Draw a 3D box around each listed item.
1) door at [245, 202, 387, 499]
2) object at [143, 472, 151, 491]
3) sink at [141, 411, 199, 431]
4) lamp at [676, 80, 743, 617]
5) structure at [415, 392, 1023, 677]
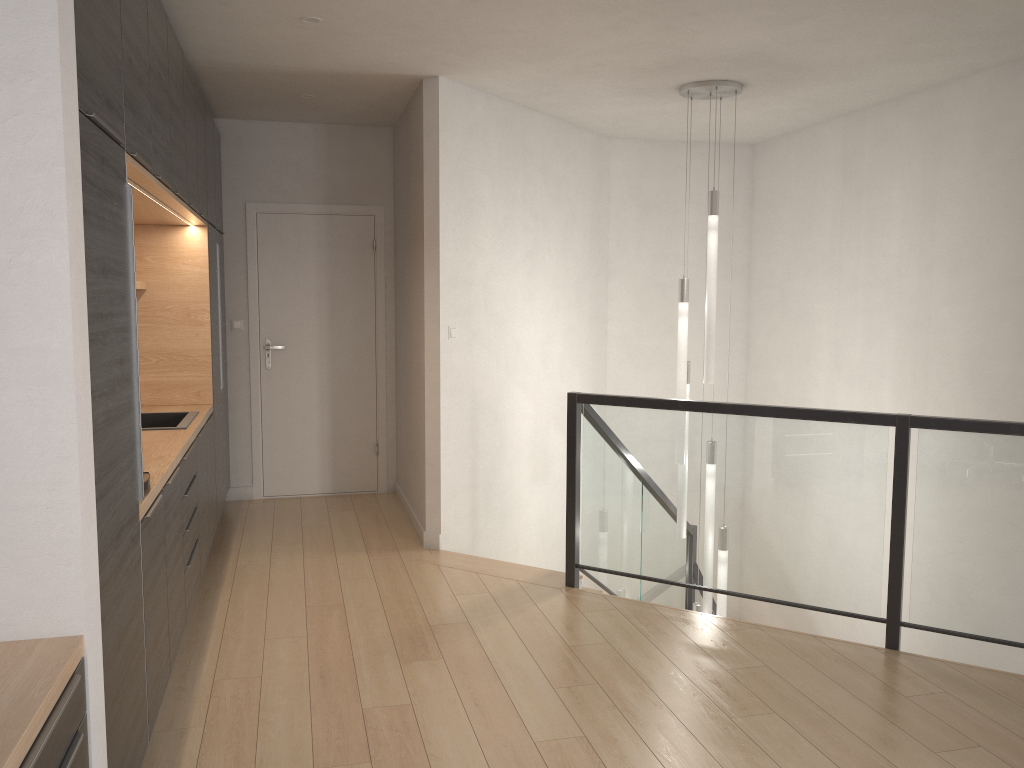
[{"bbox_3d":[-1.411,-0.230,6.479,0.974,2.136,0.085,-1,6,-14],"label":"door"},{"bbox_3d":[-1.503,0.143,2.959,0.584,0.398,0.618,-1,6,-14],"label":"object"},{"bbox_3d":[-1.870,0.157,4.451,0.512,0.518,0.626,-1,6,-14],"label":"sink"},{"bbox_3d":[1.159,-0.877,5.271,0.359,6.725,0.359,3,6,22],"label":"lamp"},{"bbox_3d":[1.971,2.152,5.226,4.190,4.339,2.823,4,7,31],"label":"structure"}]
